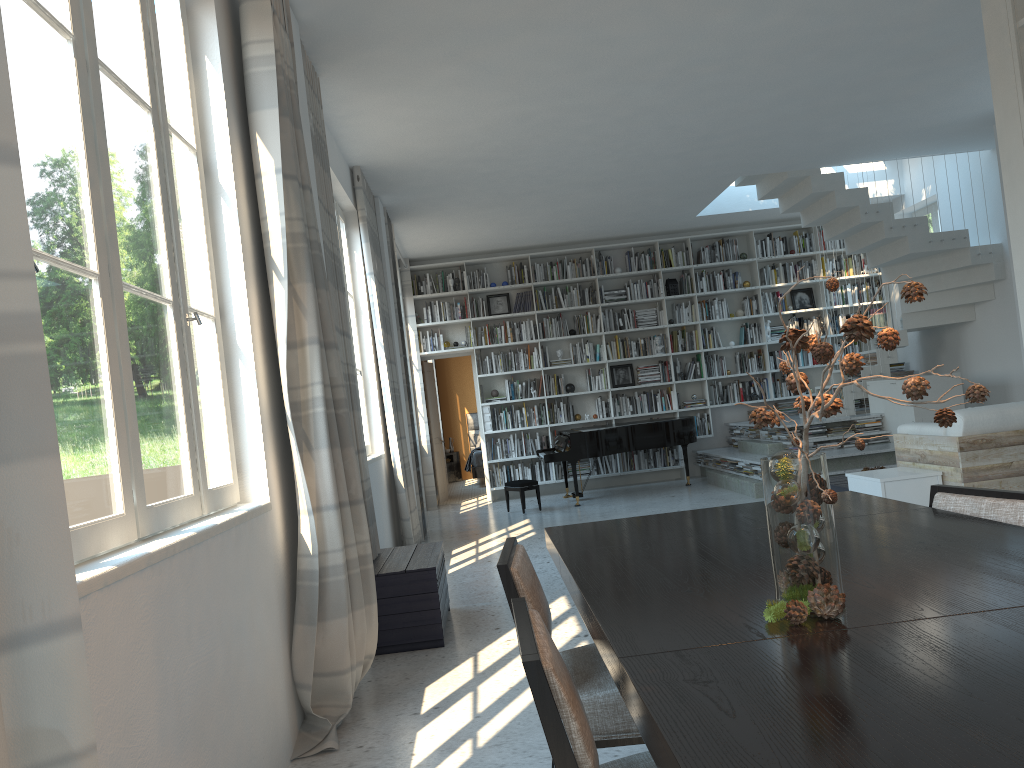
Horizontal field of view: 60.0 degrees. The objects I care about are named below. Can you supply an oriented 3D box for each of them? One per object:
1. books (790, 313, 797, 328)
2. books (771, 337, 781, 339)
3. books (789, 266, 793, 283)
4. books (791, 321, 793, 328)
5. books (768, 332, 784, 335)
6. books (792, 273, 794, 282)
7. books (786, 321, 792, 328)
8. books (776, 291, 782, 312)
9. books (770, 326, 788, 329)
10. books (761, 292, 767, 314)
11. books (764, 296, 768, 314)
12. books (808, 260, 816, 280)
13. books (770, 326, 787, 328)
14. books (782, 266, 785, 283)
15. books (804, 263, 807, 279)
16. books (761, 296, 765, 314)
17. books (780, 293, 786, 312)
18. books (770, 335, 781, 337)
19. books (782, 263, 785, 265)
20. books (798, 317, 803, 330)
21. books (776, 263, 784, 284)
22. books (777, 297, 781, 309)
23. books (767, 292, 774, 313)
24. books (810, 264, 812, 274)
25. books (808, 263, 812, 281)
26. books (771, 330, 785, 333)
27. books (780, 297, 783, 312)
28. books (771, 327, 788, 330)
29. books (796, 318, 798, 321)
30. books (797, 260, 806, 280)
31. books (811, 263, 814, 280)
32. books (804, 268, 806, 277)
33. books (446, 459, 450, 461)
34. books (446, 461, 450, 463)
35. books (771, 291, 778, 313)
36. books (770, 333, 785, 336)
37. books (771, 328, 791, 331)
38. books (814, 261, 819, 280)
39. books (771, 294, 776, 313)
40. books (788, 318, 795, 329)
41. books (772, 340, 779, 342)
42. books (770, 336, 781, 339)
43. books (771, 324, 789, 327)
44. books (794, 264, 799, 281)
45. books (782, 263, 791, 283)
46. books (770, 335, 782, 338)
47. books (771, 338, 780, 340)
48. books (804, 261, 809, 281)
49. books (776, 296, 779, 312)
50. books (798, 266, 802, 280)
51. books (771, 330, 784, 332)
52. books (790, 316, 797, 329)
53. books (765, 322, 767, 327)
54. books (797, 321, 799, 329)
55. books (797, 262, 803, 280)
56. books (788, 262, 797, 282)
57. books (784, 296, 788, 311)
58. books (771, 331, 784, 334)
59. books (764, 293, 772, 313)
[{"bbox_3d":[3.728,-0.755,11.709,0.010,0.339,0.180,-7,-1,-2],"label":"books"},{"bbox_3d":[3.522,-0.603,11.714,0.285,0.012,0.159,-7,-2,3],"label":"books"},{"bbox_3d":[3.662,-1.432,11.716,0.030,0.230,0.187,-7,-1,-2],"label":"books"},{"bbox_3d":[3.684,-0.703,11.741,0.023,0.247,0.138,-7,-1,-2],"label":"books"},{"bbox_3d":[3.516,-0.663,11.726,0.254,0.012,0.161,-7,-2,-2],"label":"books"},{"bbox_3d":[3.691,-1.417,11.763,0.027,0.196,0.130,-7,-1,-2],"label":"books"},{"bbox_3d":[3.667,-0.705,11.723,0.012,0.254,0.161,-7,-1,-2],"label":"books"},{"bbox_3d":[3.514,-1.074,11.720,0.014,0.285,0.175,-7,-1,-2],"label":"books"},{"bbox_3d":[3.510,-0.735,11.723,0.254,0.012,0.161,-7,-2,0],"label":"books"},{"bbox_3d":[3.320,-1.059,11.725,0.015,0.300,0.140,-7,-1,-2],"label":"books"},{"bbox_3d":[3.336,-1.034,11.716,0.011,0.248,0.155,-7,-1,-2],"label":"books"},{"bbox_3d":[3.978,-1.495,11.749,0.026,0.284,0.147,-7,-1,-2],"label":"books"},{"bbox_3d":[3.509,-0.747,11.723,0.285,0.012,0.159,-6,-2,-4],"label":"books"},{"bbox_3d":[3.568,-1.425,11.736,0.025,0.238,0.143,-7,-1,-2],"label":"books"},{"bbox_3d":[3.861,-1.464,11.740,0.011,0.249,0.152,-7,-1,-2],"label":"books"},{"bbox_3d":[3.300,-1.032,11.737,0.030,0.253,0.128,-7,-1,-2],"label":"books"},{"bbox_3d":[3.566,-1.063,11.725,0.021,0.253,0.167,-7,-1,-2],"label":"books"},{"bbox_3d":[3.519,-0.639,11.721,0.285,0.012,0.159,-6,-2,-4],"label":"books"},{"bbox_3d":[3.624,-1.455,11.747,0.012,0.285,0.159,-7,-1,-2],"label":"books"},{"bbox_3d":[3.808,-0.735,11.724,0.059,0.282,0.167,-7,-1,-2],"label":"books"},{"bbox_3d":[3.540,-1.447,11.726,0.026,0.288,0.156,-7,-1,-2],"label":"books"},{"bbox_3d":[3.505,-1.034,11.707,0.013,0.207,0.189,-7,-1,-2],"label":"books"},{"bbox_3d":[3.413,-1.062,11.731,0.012,0.285,0.159,-7,-1,-2],"label":"books"},{"bbox_3d":[3.938,-1.471,11.759,0.014,0.246,0.142,-7,-1,-2],"label":"books"},{"bbox_3d":[3.917,-1.467,11.741,0.030,0.241,0.162,-7,-1,-2],"label":"books"},{"bbox_3d":[3.516,-0.688,11.720,0.285,0.012,0.159,-6,-2,-5],"label":"books"},{"bbox_3d":[3.541,-1.040,11.724,0.033,0.213,0.152,-7,-1,-2],"label":"books"},{"bbox_3d":[3.511,-0.723,11.723,0.285,0.012,0.159,-7,-2,0],"label":"books"},{"bbox_3d":[3.772,-0.730,11.735,0.013,0.280,0.131,-7,-1,-2],"label":"books"},{"bbox_3d":[3.828,-1.484,11.729,0.022,0.294,0.181,-7,-1,-2],"label":"books"},{"bbox_3d":[3.957,-1.467,11.752,0.022,0.234,0.158,-7,-1,-2],"label":"books"},{"bbox_3d":[3.847,-1.462,11.754,0.014,0.249,0.162,-7,-1,-2],"label":"books"},{"bbox_3d":[-1.204,1.357,15.714,0.189,0.022,0.133,-5,-2,-41],"label":"books"},{"bbox_3d":[-1.197,1.382,15.715,0.129,0.030,0.182,-7,-2,20],"label":"books"},{"bbox_3d":[3.468,-1.070,11.720,0.012,0.287,0.176,-7,-1,-2],"label":"books"},{"bbox_3d":[3.518,-0.651,11.715,0.254,0.012,0.161,-6,-2,-7],"label":"books"},{"bbox_3d":[3.513,-0.712,11.716,0.285,0.012,0.159,-6,-2,-7],"label":"books"},{"bbox_3d":[4.007,-1.489,11.748,0.031,0.265,0.169,-7,-1,-2],"label":"books"},{"bbox_3d":[3.441,-1.056,11.742,0.043,0.269,0.131,-7,-1,-2],"label":"books"},{"bbox_3d":[3.708,-0.725,11.735,0.012,0.285,0.159,-7,-1,-2],"label":"books"},{"bbox_3d":[3.526,-0.567,11.713,0.285,0.012,0.159,-6,-2,-7],"label":"books"},{"bbox_3d":[3.521,-0.615,11.717,0.254,0.012,0.161,-7,-2,2],"label":"books"},{"bbox_3d":[3.507,-0.759,11.724,0.285,0.012,0.159,-7,-2,0],"label":"books"},{"bbox_3d":[3.747,-1.447,11.723,0.014,0.240,0.189,-7,-1,-2],"label":"books"},{"bbox_3d":[3.596,-1.443,11.685,0.032,0.265,0.245,-7,-1,-2],"label":"books"},{"bbox_3d":[3.519,-0.627,11.721,0.254,0.012,0.161,-7,-2,0],"label":"books"},{"bbox_3d":[3.523,-0.591,11.716,0.254,0.012,0.161,-6,-2,-6],"label":"books"},{"bbox_3d":[3.883,-1.479,11.732,0.036,0.272,0.177,-7,-1,-2],"label":"books"},{"bbox_3d":[3.485,-1.061,11.733,0.020,0.267,0.152,-7,-1,-2],"label":"books"},{"bbox_3d":[3.784,-1.440,11.731,0.031,0.217,0.165,-7,-1,-2],"label":"books"},{"bbox_3d":[3.514,-0.700,11.723,0.285,0.012,0.159,-7,-2,0],"label":"books"},{"bbox_3d":[3.720,-0.734,11.709,0.011,0.300,0.184,-7,-1,-2],"label":"books"},{"bbox_3d":[3.348,-0.674,11.722,0.028,0.267,0.138,-7,-1,-2],"label":"books"},{"bbox_3d":[3.754,-0.706,11.717,0.030,0.236,0.179,-7,-1,-2],"label":"books"},{"bbox_3d":[3.807,-1.465,11.741,0.023,0.264,0.156,-7,-1,-2],"label":"books"},{"bbox_3d":[3.713,-1.464,11.746,0.048,0.283,0.162,-7,-1,-2],"label":"books"},{"bbox_3d":[3.591,-1.062,11.716,0.026,0.243,0.178,-7,-1,-2],"label":"books"},{"bbox_3d":[3.517,-0.676,11.716,0.254,0.012,0.161,-7,-2,3],"label":"books"},{"bbox_3d":[3.371,-1.059,11.723,0.065,0.289,0.146,-7,-1,-2],"label":"books"}]
